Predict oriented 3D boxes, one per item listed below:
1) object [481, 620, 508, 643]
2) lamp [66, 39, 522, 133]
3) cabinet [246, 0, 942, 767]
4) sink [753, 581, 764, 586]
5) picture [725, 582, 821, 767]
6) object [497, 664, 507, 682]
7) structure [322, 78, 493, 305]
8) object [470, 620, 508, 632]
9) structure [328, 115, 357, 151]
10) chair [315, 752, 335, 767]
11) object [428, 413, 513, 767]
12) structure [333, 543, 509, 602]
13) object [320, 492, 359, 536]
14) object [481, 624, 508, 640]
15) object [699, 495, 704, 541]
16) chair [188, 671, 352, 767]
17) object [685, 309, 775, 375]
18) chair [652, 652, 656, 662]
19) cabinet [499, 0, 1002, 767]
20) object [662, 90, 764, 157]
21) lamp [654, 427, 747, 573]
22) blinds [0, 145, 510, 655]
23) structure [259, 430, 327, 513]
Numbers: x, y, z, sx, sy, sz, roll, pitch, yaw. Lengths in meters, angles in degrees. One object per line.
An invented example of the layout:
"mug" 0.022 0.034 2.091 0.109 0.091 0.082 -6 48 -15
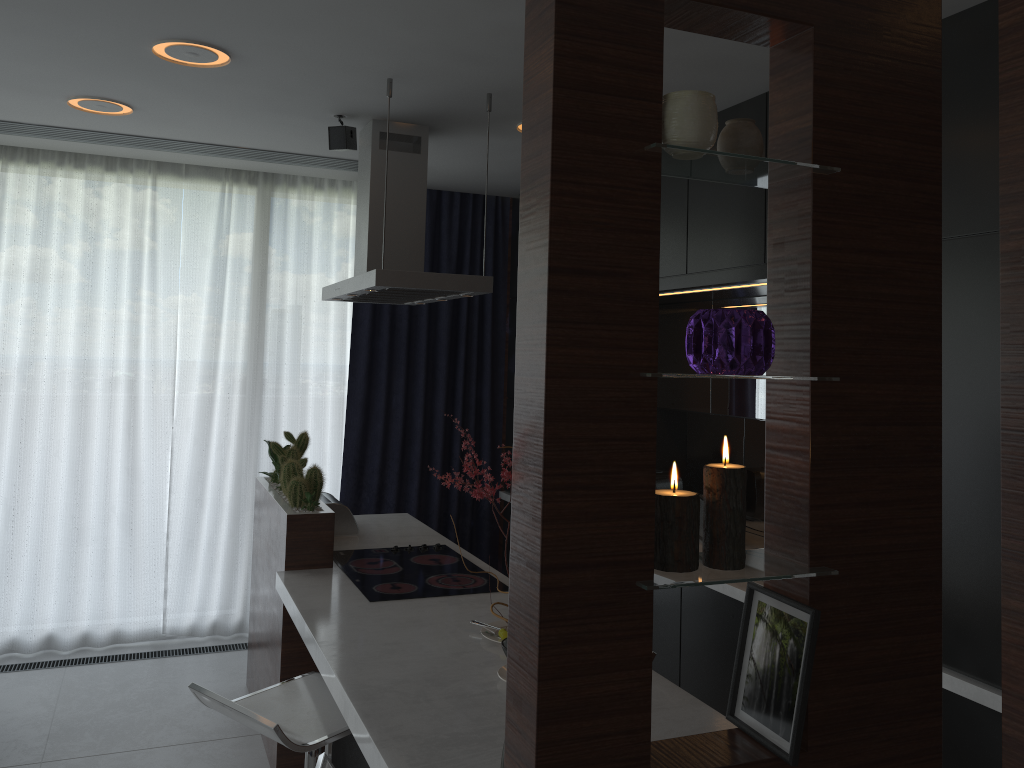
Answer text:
"object" 0.029 0.720 2.537 0.238 0.019 0.238 3 2 40
"lamp" 1.131 -0.999 2.550 9.566 0.085 5.345 0 2 -36
"cabinet" -0.248 0.195 2.830 0.785 2.560 3.331 3 -1 -22
"sink" 1.147 0.703 3.273 0.503 0.494 0.852 2 0 -22
"picture" 0.403 0.442 1.377 0.051 0.222 0.175 3 -2 -19
"object" 0.055 0.696 2.205 0.182 0.087 0.181 2 1 44
"structure" -0.465 -0.739 3.699 0.446 0.762 1.043 3 0 -22
"object" -0.022 0.709 2.539 0.249 0.008 0.026 3 2 37
"structure" -0.714 -1.051 3.727 0.084 0.143 0.114 1 -2 18
"chair" -0.177 1.152 1.712 0.463 0.712 0.395 2 -2 -5
"object" 0.002 0.391 1.464 0.386 0.738 0.198 4 -4 -41
"structure" -0.371 0.704 3.297 0.503 0.057 0.763 1 2 -22
"object" -0.837 0.587 4.019 0.221 0.145 0.344 2 1 -22
"object" 0.466 0.606 3.256 0.140 0.222 1.873 0 1 33
"object" 0.914 0.613 4.002 0.176 0.196 0.260 2 0 -2
"chair" -0.555 1.124 2.295 0.396 0.712 0.462 0 -3 40
"object" 0.334 -0.064 1.356 0.134 0.098 0.132 2 0 18
"chair" 0.116 1.120 2.537 0.463 0.743 0.395 3 -3 -27
"cabinet" 0.924 0.198 3.871 0.704 2.562 3.475 3 -1 -22
"object" 0.312 -0.383 1.353 0.217 0.086 0.088 1 0 -39
"lamp" 0.282 0.171 1.342 0.153 0.211 0.077 2 -3 -10
"blinds" -1.618 0.093 1.207 5.792 2.782 7.130 1 1 -19
"structure" -0.943 0.340 3.757 0.222 0.287 0.999 2 1 -20
